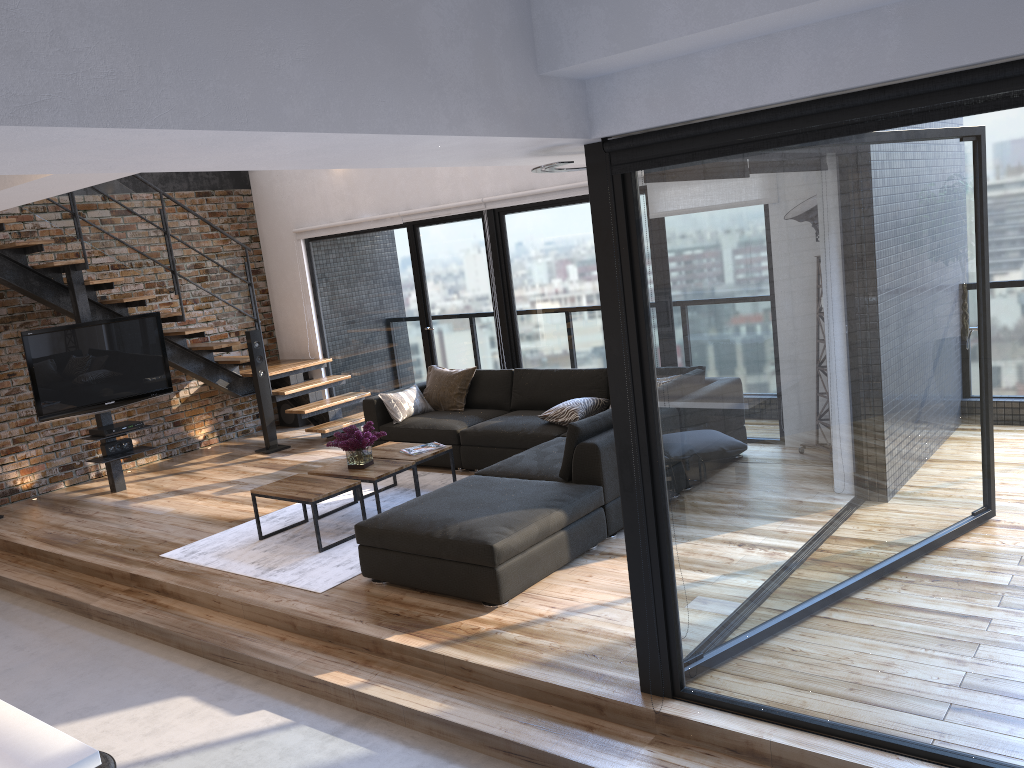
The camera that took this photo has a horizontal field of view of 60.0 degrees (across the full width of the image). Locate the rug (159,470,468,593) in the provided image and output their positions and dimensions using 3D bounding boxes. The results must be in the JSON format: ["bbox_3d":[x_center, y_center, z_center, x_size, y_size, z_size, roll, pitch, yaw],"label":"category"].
[{"bbox_3d":[-1.043,0.925,6.146,1.636,0.003,2.108,0,12,38],"label":"rug"}]

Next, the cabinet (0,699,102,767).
[{"bbox_3d":[-4.416,0.559,3.241,9.114,2.879,2.467,0,12,38],"label":"cabinet"}]

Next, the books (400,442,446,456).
[{"bbox_3d":[-0.644,0.468,6.412,0.294,0.013,0.228,-12,11,-30],"label":"books"}]

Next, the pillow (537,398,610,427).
[{"bbox_3d":[0.481,0.208,6.748,0.356,0.178,0.529,0,12,36],"label":"pillow"}]

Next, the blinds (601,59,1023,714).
[{"bbox_3d":[1.268,0.061,3.291,1.828,2.057,3.852,-8,9,-7],"label":"blinds"}]

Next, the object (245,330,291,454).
[{"bbox_3d":[-2.453,0.069,8.725,0.271,1.209,0.270,2,14,43],"label":"object"}]

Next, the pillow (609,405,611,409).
[{"bbox_3d":[0.975,0.092,6.562,0.611,0.294,0.234,1,12,39],"label":"pillow"}]

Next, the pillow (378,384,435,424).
[{"bbox_3d":[-0.903,0.169,7.672,0.212,0.266,0.497,1,12,39],"label":"pillow"}]

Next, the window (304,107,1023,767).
[{"bbox_3d":[-1.474,-1.735,6.607,13.396,5.582,5.649,0,12,38],"label":"window"}]

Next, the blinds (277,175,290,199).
[{"bbox_3d":[-2.939,-3.233,8.300,10.206,2.983,1.989,-4,10,17],"label":"blinds"}]

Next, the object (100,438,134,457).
[{"bbox_3d":[-3.452,0.553,7.751,0.088,0.112,0.246,1,12,38],"label":"object"}]

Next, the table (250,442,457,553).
[{"bbox_3d":[-1.046,0.746,6.148,0.697,0.351,1.295,0,12,39],"label":"table"}]

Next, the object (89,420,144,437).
[{"bbox_3d":[-3.414,0.386,7.667,0.275,0.058,0.359,0,12,38],"label":"object"}]

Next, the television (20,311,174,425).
[{"bbox_3d":[-3.529,-0.150,7.596,0.136,0.785,1.204,1,12,39],"label":"television"}]

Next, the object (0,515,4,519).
[{"bbox_3d":[-4.495,0.558,7.269,0.271,1.209,0.270,-2,11,28],"label":"object"}]

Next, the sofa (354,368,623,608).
[{"bbox_3d":[-0.376,0.460,6.315,3.043,0.702,2.991,0,12,38],"label":"sofa"}]

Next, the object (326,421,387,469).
[{"bbox_3d":[-1.061,0.403,6.092,0.341,0.344,0.374,1,12,40],"label":"object"}]

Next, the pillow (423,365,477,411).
[{"bbox_3d":[-0.588,0.038,7.825,0.609,0.383,0.264,1,12,39],"label":"pillow"}]

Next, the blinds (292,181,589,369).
[{"bbox_3d":[-0.122,-0.639,7.990,5.368,2.049,0.095,0,12,38],"label":"blinds"}]

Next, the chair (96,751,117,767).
[{"bbox_3d":[-1.268,1.427,2.545,0.366,0.632,0.366,-14,12,-35],"label":"chair"}]
